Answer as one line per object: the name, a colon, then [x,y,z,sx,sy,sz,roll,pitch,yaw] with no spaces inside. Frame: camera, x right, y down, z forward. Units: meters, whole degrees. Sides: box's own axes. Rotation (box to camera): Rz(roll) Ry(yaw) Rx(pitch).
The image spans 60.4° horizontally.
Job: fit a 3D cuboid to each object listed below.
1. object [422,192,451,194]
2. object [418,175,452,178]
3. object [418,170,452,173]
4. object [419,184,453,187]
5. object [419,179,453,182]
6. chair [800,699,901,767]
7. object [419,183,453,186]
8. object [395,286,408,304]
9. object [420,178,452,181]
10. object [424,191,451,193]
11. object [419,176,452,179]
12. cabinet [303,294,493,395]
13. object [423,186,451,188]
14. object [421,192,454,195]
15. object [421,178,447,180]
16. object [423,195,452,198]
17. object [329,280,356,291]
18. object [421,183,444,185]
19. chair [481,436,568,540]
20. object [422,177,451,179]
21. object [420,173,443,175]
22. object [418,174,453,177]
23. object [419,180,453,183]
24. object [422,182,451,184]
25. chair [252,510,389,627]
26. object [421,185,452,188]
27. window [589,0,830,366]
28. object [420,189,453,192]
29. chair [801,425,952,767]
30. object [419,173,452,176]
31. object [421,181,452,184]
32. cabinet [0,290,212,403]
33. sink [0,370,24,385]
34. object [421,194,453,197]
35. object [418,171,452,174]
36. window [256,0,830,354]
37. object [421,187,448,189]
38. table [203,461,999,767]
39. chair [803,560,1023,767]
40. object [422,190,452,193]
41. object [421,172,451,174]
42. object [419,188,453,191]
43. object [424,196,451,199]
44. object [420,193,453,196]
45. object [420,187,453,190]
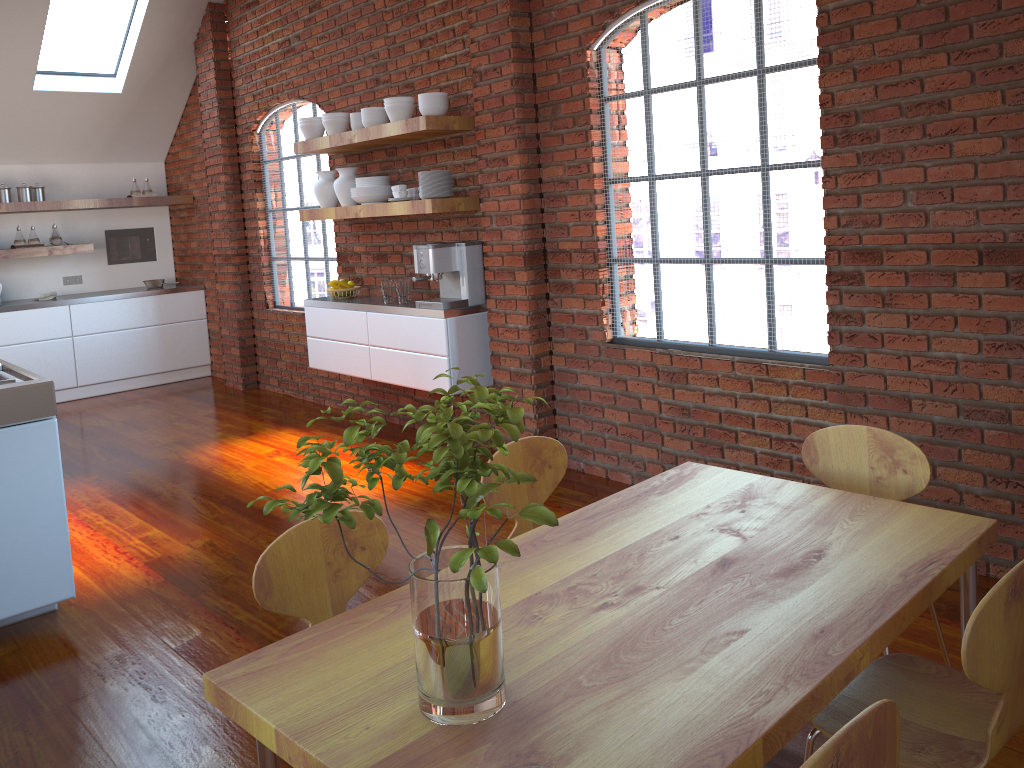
object: [-0.428,-1.080,5.000,0.195,0.013,0.196,-9,12,-23]
object: [-0.434,-1.172,4.993,0.195,0.013,0.196,-9,12,-23]
object: [-0.435,-1.199,4.991,0.195,0.013,0.196,-9,12,-23]
object: [-0.430,-1.121,4.997,0.195,0.013,0.196,-9,12,-23]
object: [-0.432,-1.148,4.995,0.195,0.013,0.196,-9,12,-23]
chair: [0.328,0.770,1.204,0.443,0.751,0.413,-9,8,-40]
object: [-0.431,-1.126,4.997,0.195,0.013,0.196,-9,12,-23]
object: [-0.662,-0.535,5.315,0.078,0.103,0.078,-8,8,-28]
object: [-0.432,-1.153,4.995,0.195,0.013,0.196,-9,12,-23]
object: [-0.428,-1.084,5.000,0.195,0.013,0.196,-9,12,-23]
object: [-0.433,-1.167,4.994,0.195,0.013,0.196,-9,12,-23]
cabinet: [-0.761,-0.288,5.561,0.340,0.469,1.631,-9,12,-40]
object: [-0.430,-1.112,4.998,0.195,0.013,0.196,-9,12,-23]
object: [-0.427,-1.075,5.001,0.195,0.013,0.196,-9,12,-23]
object: [-0.433,-1.157,4.994,0.195,0.013,0.196,-9,12,-23]
object: [-0.426,-1.062,5.002,0.195,0.013,0.196,-9,12,-23]
object: [-1.143,-0.659,5.903,0.184,0.084,0.067,-4,7,-3]
object: [-0.431,-1.130,4.996,0.195,0.013,0.196,-9,12,-23]
chair: [0.152,0.543,2.385,0.412,0.751,0.443,2,9,44]
object: [-0.433,-1.162,4.994,0.195,0.013,0.196,-9,12,-23]
object: [-0.434,-1.185,4.992,0.195,0.013,0.196,-9,12,-23]
object: [-0.434,-1.176,4.993,0.195,0.013,0.196,-9,12,-23]
object: [-0.432,-1.144,4.995,0.195,0.013,0.196,-9,12,-23]
object: [-0.431,-1.135,4.996,0.195,0.013,0.196,-9,12,-23]
chair: [-0.297,0.679,1.854,0.412,0.751,0.443,2,9,44]
object: [-0.430,-1.117,4.997,0.195,0.013,0.196,-9,12,-23]
window: [0.859,-0.950,3.926,0.085,1.653,1.273,-7,8,-40]
object: [-0.428,-1.094,4.999,0.195,0.013,0.196,-9,12,-23]
chair: [0.869,0.516,2.287,0.439,0.751,0.416,2,9,44]
object: [-0.434,-1.181,4.992,0.195,0.013,0.196,-9,12,-23]
object: [-0.431,-1.139,4.996,0.195,0.013,0.196,-9,12,-23]
cabinet: [-3.834,-0.341,7.902,2.004,0.808,0.714,-13,11,-40]
sink: [-2.034,0.105,3.297,0.413,0.197,0.616,-12,14,-40]
object: [-0.427,-1.066,5.001,0.195,0.013,0.196,-9,12,-23]
object: [-0.435,-1.194,4.991,0.195,0.013,0.196,-9,12,-23]
window: [2.261,-1.206,5.817,17.463,9.803,3.670,4,9,39]
object: [-0.429,-1.108,4.998,0.195,0.013,0.196,-9,12,-23]
table: [0.296,0.717,1.758,0.820,0.636,1.487,5,13,45]
chair: [0.771,0.658,1.612,0.443,0.751,0.413,-9,8,-40]
object: [-0.428,-1.089,4.999,0.195,0.013,0.196,-9,12,-23]
object: [-0.435,-1.190,4.992,0.195,0.013,0.196,-9,12,-23]
object: [-0.429,-1.099,4.999,0.195,0.013,0.196,-9,12,-23]
object: [-0.426,-1.057,5.002,0.195,0.013,0.196,-9,12,-23]
object: [-0.427,-1.071,5.001,0.195,0.013,0.196,-9,12,-23]
object: [-0.429,-1.103,4.998,0.195,0.013,0.196,-9,12,-23]
